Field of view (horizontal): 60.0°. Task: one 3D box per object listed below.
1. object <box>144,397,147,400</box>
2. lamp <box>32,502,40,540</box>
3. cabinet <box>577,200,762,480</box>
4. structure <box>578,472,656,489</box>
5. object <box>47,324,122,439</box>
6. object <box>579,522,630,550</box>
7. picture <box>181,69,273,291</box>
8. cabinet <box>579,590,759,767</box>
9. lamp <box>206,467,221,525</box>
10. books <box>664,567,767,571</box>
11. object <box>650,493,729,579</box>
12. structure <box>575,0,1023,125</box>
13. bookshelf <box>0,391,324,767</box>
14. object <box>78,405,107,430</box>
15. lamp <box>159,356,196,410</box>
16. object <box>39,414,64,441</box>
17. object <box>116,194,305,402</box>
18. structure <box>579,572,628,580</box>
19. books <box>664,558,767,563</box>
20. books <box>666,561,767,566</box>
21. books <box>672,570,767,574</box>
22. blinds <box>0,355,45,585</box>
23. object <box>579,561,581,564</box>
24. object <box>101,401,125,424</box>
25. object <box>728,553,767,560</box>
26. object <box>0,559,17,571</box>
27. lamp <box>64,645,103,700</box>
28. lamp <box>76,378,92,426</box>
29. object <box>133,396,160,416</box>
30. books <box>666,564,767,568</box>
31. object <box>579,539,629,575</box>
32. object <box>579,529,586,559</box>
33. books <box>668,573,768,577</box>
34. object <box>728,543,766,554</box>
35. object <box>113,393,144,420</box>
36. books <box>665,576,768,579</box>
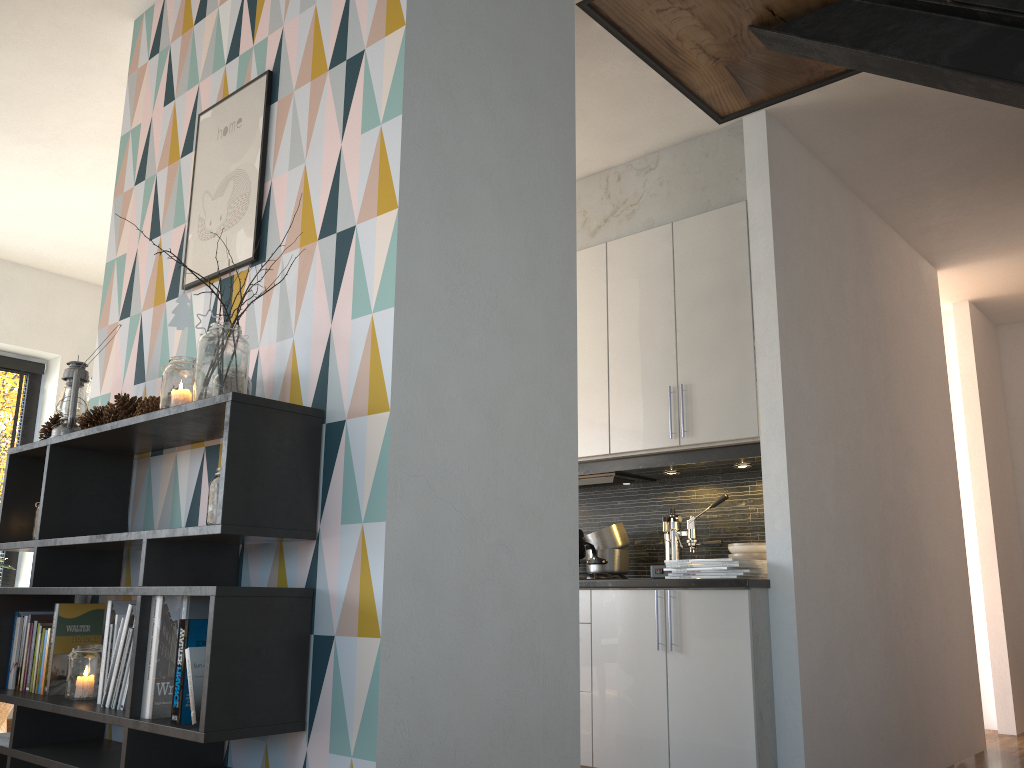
[{"bbox_3d":[-0.964,0.085,2.411,0.097,0.105,0.090,7,-15,-27],"label":"object"},{"bbox_3d":[-1.320,0.390,2.552,0.098,0.130,0.106,10,-16,-35],"label":"lamp"},{"bbox_3d":[-0.496,0.104,5.080,4.241,1.066,0.459,-11,-17,40],"label":"cabinet"},{"bbox_3d":[0.338,0.448,4.323,0.624,0.147,0.362,-11,-18,39],"label":"structure"},{"bbox_3d":[-1.257,-0.005,2.611,0.164,0.382,0.155,9,-15,-32],"label":"object"},{"bbox_3d":[0.367,0.735,4.165,0.371,0.168,0.203,-3,-14,13],"label":"object"},{"bbox_3d":[-0.809,-0.571,2.512,0.366,0.557,0.014,-11,-17,40],"label":"picture"},{"bbox_3d":[-0.744,1.396,4.497,4.229,0.688,0.040,-11,-17,40],"label":"cabinet"},{"bbox_3d":[-0.618,0.254,1.964,0.098,0.130,0.106,-8,-16,32],"label":"lamp"},{"bbox_3d":[0.806,0.737,3.514,0.253,0.011,0.319,11,-17,-36],"label":"books"},{"bbox_3d":[0.790,0.674,3.872,0.353,0.369,0.206,-11,-17,40],"label":"object"},{"bbox_3d":[1.789,-0.829,1.231,4.588,4.118,2.690,-10,-17,39],"label":"structure"},{"bbox_3d":[-0.965,0.708,2.192,1.191,1.197,0.238,-11,-17,40],"label":"bookshelf"},{"bbox_3d":[-1.122,0.099,2.381,0.082,0.084,0.082,10,-16,-33],"label":"object"},{"bbox_3d":[-0.781,0.007,2.105,0.098,0.130,0.106,10,-16,-35],"label":"lamp"},{"bbox_3d":[-1.352,0.138,2.619,0.078,0.100,0.086,10,-16,-34],"label":"object"},{"bbox_3d":[-0.692,-0.205,2.054,0.298,0.520,0.427,-9,-16,36],"label":"object"},{"bbox_3d":[0.239,0.902,4.120,0.663,0.041,0.501,-11,-18,39],"label":"structure"},{"bbox_3d":[0.813,0.709,3.535,0.253,0.011,0.319,13,-18,-41],"label":"books"},{"bbox_3d":[0.815,0.717,3.523,0.319,0.011,0.253,-11,-18,41],"label":"books"},{"bbox_3d":[0.829,0.739,3.475,0.319,0.011,0.253,-10,-17,36],"label":"books"},{"bbox_3d":[-3.258,0.495,5.301,0.049,1.418,0.712,-10,-17,39],"label":"blinds"},{"bbox_3d":[0.163,0.864,4.324,0.347,0.082,0.244,4,-14,-12],"label":"object"},{"bbox_3d":[-1.046,0.093,2.389,0.110,0.101,0.114,-5,-14,22],"label":"object"},{"bbox_3d":[1.021,0.732,3.695,0.230,0.042,0.231,2,-14,-5],"label":"object"},{"bbox_3d":[-3.089,1.148,5.148,0.354,0.314,0.293,-8,-16,31],"label":"object"},{"bbox_3d":[-1.089,0.735,2.264,0.106,0.130,0.098,4,-14,-14],"label":"lamp"},{"bbox_3d":[-2.696,0.160,5.558,0.132,0.394,0.312,13,-18,-43],"label":"lamp"},{"bbox_3d":[-0.923,0.075,2.282,0.091,0.086,0.106,10,-16,-34],"label":"object"},{"bbox_3d":[0.814,0.723,3.503,0.319,0.011,0.253,-12,-18,41],"label":"books"},{"bbox_3d":[0.419,0.792,4.064,0.200,0.153,0.349,-4,-14,20],"label":"object"},{"bbox_3d":[0.270,0.788,4.337,0.190,0.158,0.198,1,-13,-3],"label":"object"},{"bbox_3d":[0.818,0.751,3.483,0.319,0.011,0.253,-11,-18,39],"label":"books"},{"bbox_3d":[1.021,0.692,3.705,0.230,0.042,0.231,2,-14,-5],"label":"object"},{"bbox_3d":[-0.995,0.076,2.340,0.108,0.108,0.094,-1,-13,8],"label":"object"},{"bbox_3d":[0.808,0.764,3.488,0.319,0.011,0.253,-13,-19,43],"label":"books"}]
